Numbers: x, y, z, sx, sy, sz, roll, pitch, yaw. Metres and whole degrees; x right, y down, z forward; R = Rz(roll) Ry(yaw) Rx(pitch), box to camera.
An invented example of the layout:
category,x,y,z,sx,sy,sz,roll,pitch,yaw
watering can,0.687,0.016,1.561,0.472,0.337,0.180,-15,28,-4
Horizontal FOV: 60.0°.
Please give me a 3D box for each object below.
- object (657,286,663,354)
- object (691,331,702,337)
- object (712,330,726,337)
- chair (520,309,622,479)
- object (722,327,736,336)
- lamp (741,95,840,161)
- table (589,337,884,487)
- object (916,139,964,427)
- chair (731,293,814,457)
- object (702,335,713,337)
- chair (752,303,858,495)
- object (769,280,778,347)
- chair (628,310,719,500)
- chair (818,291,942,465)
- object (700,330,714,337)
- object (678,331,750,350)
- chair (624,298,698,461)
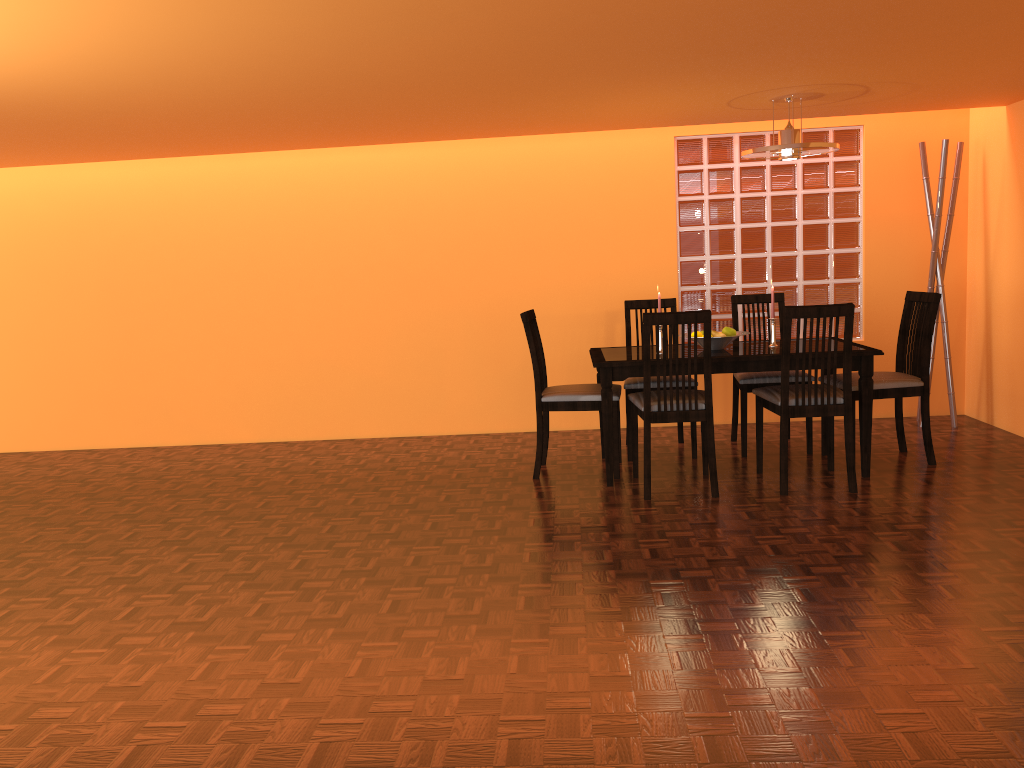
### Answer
category,x,y,z,sx,sy,sz,roll,pitch,yaw
object,0.695,-0.306,4.165,0.044,0.326,0.044,-4,8,-7
object,0.876,-0.228,4.205,0.055,0.046,0.046,-5,8,-13
object,0.982,-0.218,4.185,0.066,0.070,0.055,-5,8,-15
chair,0.298,0.037,4.335,0.465,0.809,0.373,-2,8,9
object,1.037,-0.242,4.239,0.069,0.066,0.069,-1,8,14
lamp,1.275,-1.172,4.080,0.435,0.274,0.435,1,9,26
table,1.024,0.121,4.275,1.259,0.584,0.697,-2,8,4
object,2.375,-0.543,4.927,0.226,1.589,0.308,1,9,26
chair,1.337,-0.060,4.648,0.373,0.809,0.465,-2,8,4
object,0.920,-0.216,4.181,0.046,0.046,0.055,-8,9,-33
chair,1.290,0.046,3.891,0.373,0.809,0.465,-2,8,4
object,1.240,-0.341,4.213,0.044,0.326,0.044,-4,8,-7
chair,0.715,0.071,3.929,0.373,0.809,0.465,-2,8,4
chair,1.756,-0.025,4.230,0.465,0.809,0.373,-3,8,-1
object,0.941,-0.221,4.275,0.087,0.076,0.089,-2,8,10
object,0.967,-0.203,4.246,0.337,0.072,0.337,-7,9,-30
chair,0.762,-0.035,4.686,0.373,0.809,0.465,-2,8,4
